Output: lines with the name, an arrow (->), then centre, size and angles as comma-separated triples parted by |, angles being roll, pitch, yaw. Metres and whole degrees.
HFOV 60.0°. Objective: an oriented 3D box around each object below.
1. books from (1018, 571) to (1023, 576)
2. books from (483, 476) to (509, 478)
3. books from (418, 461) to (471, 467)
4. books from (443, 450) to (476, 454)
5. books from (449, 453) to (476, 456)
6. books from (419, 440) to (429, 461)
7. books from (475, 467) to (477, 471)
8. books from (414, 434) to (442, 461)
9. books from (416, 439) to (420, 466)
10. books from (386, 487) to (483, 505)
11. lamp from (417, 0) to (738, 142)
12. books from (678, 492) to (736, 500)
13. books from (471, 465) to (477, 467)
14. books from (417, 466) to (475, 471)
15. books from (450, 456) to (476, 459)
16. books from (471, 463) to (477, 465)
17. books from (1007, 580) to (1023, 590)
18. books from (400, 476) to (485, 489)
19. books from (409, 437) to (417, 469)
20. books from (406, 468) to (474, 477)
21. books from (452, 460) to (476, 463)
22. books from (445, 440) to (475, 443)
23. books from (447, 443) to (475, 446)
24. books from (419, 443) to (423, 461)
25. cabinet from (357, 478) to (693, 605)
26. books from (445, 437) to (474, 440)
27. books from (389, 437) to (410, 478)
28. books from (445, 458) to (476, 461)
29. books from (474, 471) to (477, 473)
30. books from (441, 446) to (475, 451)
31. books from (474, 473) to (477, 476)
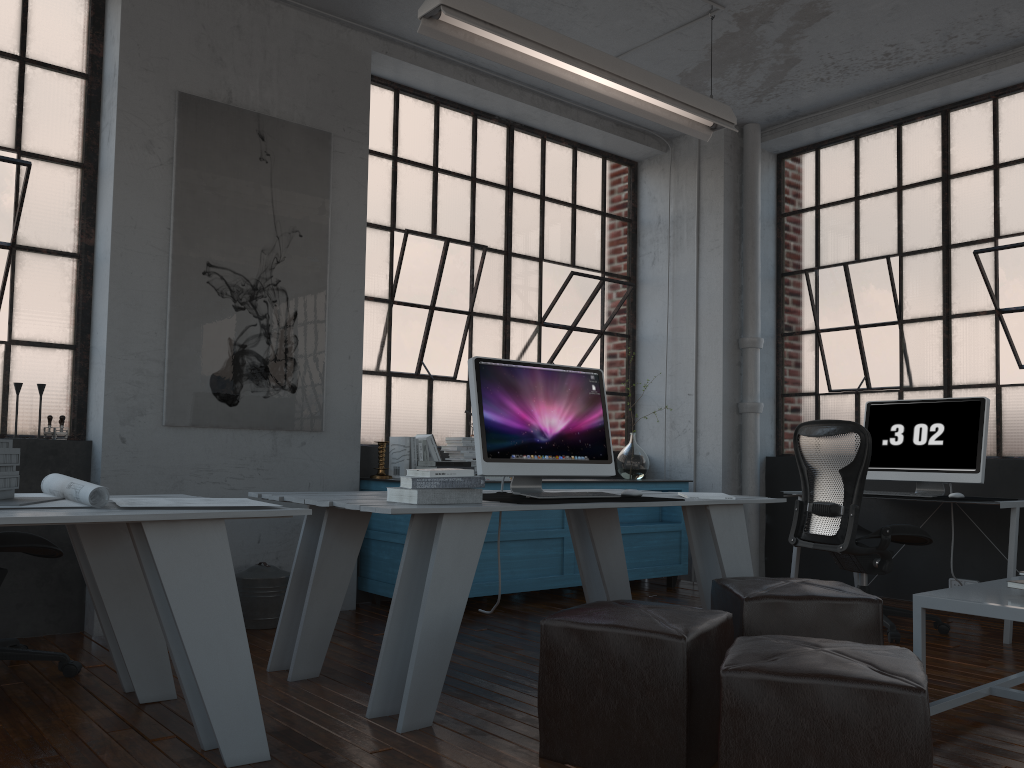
books -> 1.772, 0.602, 2.816 | 0.275, 0.014, 0.200 | 5, -6, -39
books -> -0.169, 0.543, 5.204 | 0.248, 0.014, 0.187 | 5, -6, -41
books -> -0.384, 0.454, 5.034 | 0.240, 0.028, 0.191 | 5, -6, -37
books -> -0.251, 0.420, 5.450 | 0.288, 0.016, 0.183 | 5, -6, -39
books -> -0.236, 0.436, 5.444 | 0.263, 0.017, 0.168 | 5, -6, -39
books -> -0.540, 0.438, 5.191 | 0.065, 0.223, 0.161 | 4, -5, -39
books -> -0.248, 0.521, 5.429 | 0.331, 0.025, 0.176 | 5, -6, -39
books -> -0.487, 0.440, 5.240 | 0.170, 0.284, 0.176 | 4, -5, -39
books -> -0.589, 0.438, 5.152 | 0.045, 0.239, 0.152 | 4, -4, -39
books -> -0.271, 0.389, 3.099 | 0.272, 0.050, 0.200 | 5, -6, -39
lamp -> 0.397, -1.464, 4.094 | 1.879, 0.205, 0.202 | 5, -5, -39
books -> 0.856, 0.494, 3.917 | 0.205, 0.019, 0.244 | 1, -5, 1
books -> -0.238, 0.504, 5.438 | 0.254, 0.013, 0.161 | 5, -6, -39
books -> -0.379, 0.480, 5.041 | 0.259, 0.023, 0.212 | 5, -6, -39
books -> -0.236, 0.450, 5.433 | 0.254, 0.012, 0.161 | 5, -6, -39
books -> -0.261, 0.490, 5.439 | 0.288, 0.016, 0.183 | 5, -6, -39
books -> 1.761, 0.642, 2.810 | 0.274, 0.025, 0.210 | 3, -5, -19
books -> -0.245, 0.341, 3.093 | 0.257, 0.044, 0.193 | 3, -5, -19
books -> -0.611, 0.426, 5.131 | 0.053, 0.240, 0.172 | 4, -4, -39
books -> -0.253, 0.311, 3.107 | 0.185, 0.030, 0.153 | 5, -6, -38
books -> -0.227, 0.475, 5.436 | 0.256, 0.013, 0.161 | 5, -6, -39
books -> -0.243, 0.355, 5.438 | 0.288, 0.016, 0.183 | 5, -6, -39
books -> -0.242, 0.373, 5.438 | 0.273, 0.021, 0.174 | 5, -6, -39
books -> -0.572, 0.456, 5.171 | 0.046, 0.224, 0.161 | 4, -4, -39
cabinet -> 0.160, 0.966, 5.576 | 2.265, 0.732, 0.627 | 5, -5, -39
books -> -0.240, 0.338, 5.426 | 0.288, 0.016, 0.183 | 5, -6, -39
books -> -0.650, 0.424, 5.114 | 0.032, 0.238, 0.172 | 4, -4, -39
books -> -0.249, 0.462, 5.430 | 0.285, 0.012, 0.159 | 5, -6, -39
books -> -0.244, 0.540, 5.418 | 0.285, 0.012, 0.159 | 5, -6, -39
books -> -0.269, 0.396, 5.436 | 0.296, 0.028, 0.180 | 5, -6, -39
books -> -0.171, 0.531, 5.212 | 0.251, 0.012, 0.202 | 5, -6, -38
